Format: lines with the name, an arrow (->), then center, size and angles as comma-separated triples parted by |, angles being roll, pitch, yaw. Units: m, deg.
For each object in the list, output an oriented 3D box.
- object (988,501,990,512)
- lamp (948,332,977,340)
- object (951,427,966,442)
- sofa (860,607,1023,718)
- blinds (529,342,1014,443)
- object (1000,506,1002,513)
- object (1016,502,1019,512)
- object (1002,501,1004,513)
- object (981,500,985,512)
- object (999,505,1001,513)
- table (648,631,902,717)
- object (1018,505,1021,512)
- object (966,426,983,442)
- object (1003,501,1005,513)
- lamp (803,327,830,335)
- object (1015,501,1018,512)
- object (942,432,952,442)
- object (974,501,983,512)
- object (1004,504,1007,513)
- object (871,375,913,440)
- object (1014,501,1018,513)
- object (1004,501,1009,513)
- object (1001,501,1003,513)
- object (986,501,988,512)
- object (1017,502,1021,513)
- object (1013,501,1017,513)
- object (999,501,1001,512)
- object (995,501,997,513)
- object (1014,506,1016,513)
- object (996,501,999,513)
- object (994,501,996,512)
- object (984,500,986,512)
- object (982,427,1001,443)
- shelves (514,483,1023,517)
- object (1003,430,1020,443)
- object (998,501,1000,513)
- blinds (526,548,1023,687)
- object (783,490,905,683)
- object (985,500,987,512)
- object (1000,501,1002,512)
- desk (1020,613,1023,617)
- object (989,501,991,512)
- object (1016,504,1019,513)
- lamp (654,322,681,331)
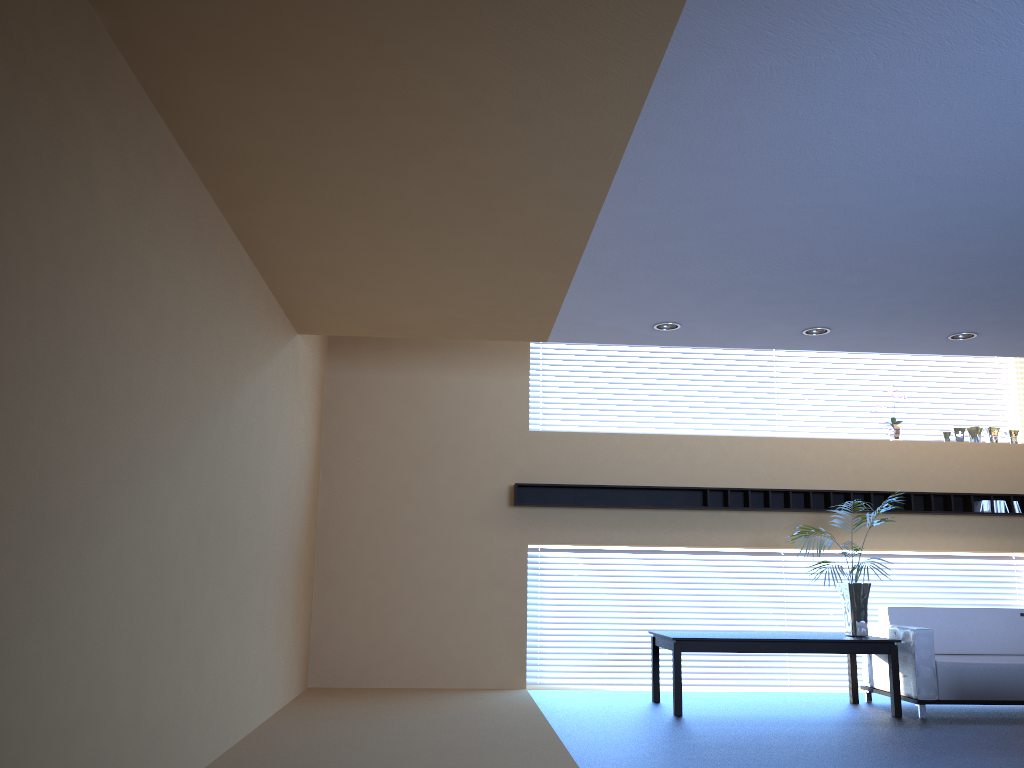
object -> 4.878, 1.268, 9.135 | 0.009, 0.119, 0.143 | 2, -12, -4
lamp -> 3.632, -0.427, 7.155 | 0.208, 0.096, 0.210 | 9, -14, -33
object -> 4.768, 0.552, 9.457 | 0.133, 0.159, 0.126 | -3, -12, 16
sofa -> 4.244, 2.392, 7.716 | 2.056, 0.844, 1.019 | 2, -12, -4
blinds -> 2.874, -0.071, 9.740 | 5.391, 1.454, 0.039 | 2, -11, -4
object -> 4.995, 1.270, 9.138 | 0.009, 0.119, 0.143 | 2, -12, -4
object -> 5.175, 1.276, 9.153 | 0.026, 0.117, 0.141 | 2, -12, -4
object -> 5.015, 1.270, 9.138 | 0.009, 0.119, 0.143 | 2, -12, -4
object -> 4.817, 1.265, 9.126 | 0.009, 0.119, 0.143 | 2, -12, -3
object -> 4.985, 1.270, 9.138 | 0.009, 0.119, 0.143 | 2, -12, -4
table -> 2.198, 2.453, 7.557 | 1.895, 0.600, 0.902 | 2, -12, -4
object -> 5.190, 1.277, 9.151 | 0.036, 0.115, 0.141 | 2, -12, -3
object -> 4.947, 0.552, 9.473 | 0.145, 0.173, 0.137 | 12, -16, -42
object -> 5.035, 1.273, 9.147 | 0.009, 0.119, 0.143 | 2, -12, -4
lamp -> 2.428, -0.462, 7.078 | 0.208, 0.096, 0.210 | 9, -14, -33
object -> 5.164, 1.276, 9.151 | 0.030, 0.119, 0.143 | 2, -12, -4
object -> 4.637, 0.571, 9.444 | 0.090, 0.113, 0.095 | -6, -13, 31
object -> 4.792, 1.266, 9.126 | 0.040, 0.118, 0.143 | 2, -12, -4
object -> 5.059, 1.275, 9.147 | 0.041, 0.121, 0.143 | 2, -12, -4
object -> 4.103, 0.272, 9.469 | 0.437, 0.692, 0.353 | 6, -12, -24
object -> 5.154, 1.275, 9.147 | 0.030, 0.119, 0.143 | 2, -12, -4
object -> 5.060, 1.274, 9.144 | 0.040, 0.118, 0.143 | 2, -12, -3
object -> 5.005, 1.271, 9.139 | 0.009, 0.119, 0.143 | 2, -12, -4
object -> 4.847, 1.266, 9.129 | 0.009, 0.119, 0.143 | 2, -12, -3
object -> 5.189, 1.277, 9.152 | 0.040, 0.118, 0.143 | 2, -12, -4
object -> 5.144, 1.274, 9.144 | 0.026, 0.117, 0.141 | 2, -12, -4
object -> 4.985, 1.269, 9.135 | 0.006, 0.118, 0.141 | 2, -12, -4
object -> 4.953, 1.270, 9.142 | 0.009, 0.119, 0.143 | 2, -12, -4
object -> 5.144, 1.275, 9.146 | 0.030, 0.119, 0.143 | 2, -12, -4
object -> 4.965, 1.269, 9.134 | 0.009, 0.119, 0.143 | 2, -12, -4
object -> 4.933, 1.269, 9.136 | 0.009, 0.119, 0.143 | 2, -12, -4
object -> 4.827, 1.265, 9.126 | 0.009, 0.119, 0.143 | 2, -12, -3
object -> 5.125, 0.556, 9.481 | 0.144, 0.173, 0.137 | 4, -12, -13
shelves -> 3.363, 1.089, 8.536 | 6.622, 0.212, 1.255 | 2, -12, -4
object -> 5.353, 0.575, 9.493 | 0.124, 0.148, 0.118 | 2, -12, -3
object -> 4.975, 1.269, 9.133 | 0.009, 0.119, 0.143 | 2, -12, -4
blinds -> 2.836, 2.446, 9.253 | 5.391, 1.360, 0.047 | 2, -11, -4
object -> 3.099, 1.982, 8.266 | 1.040, 1.850, 1.905 | -2, -12, 16
object -> 4.837, 1.266, 9.128 | 0.009, 0.119, 0.143 | 2, -12, -4
object -> 4.995, 1.270, 9.137 | 0.006, 0.118, 0.141 | 2, -12, -4
desk -> 4.074, 1.764, 4.945 | 1.895, 0.886, 0.918 | 2, -12, -4
object -> 4.887, 1.268, 9.134 | 0.006, 0.118, 0.141 | 2, -12, -4
object -> 5.174, 1.277, 9.155 | 0.030, 0.119, 0.143 | 2, -12, -4
lamp -> 1.225, -0.497, 7.002 | 0.209, 0.096, 0.209 | 2, -12, -4
